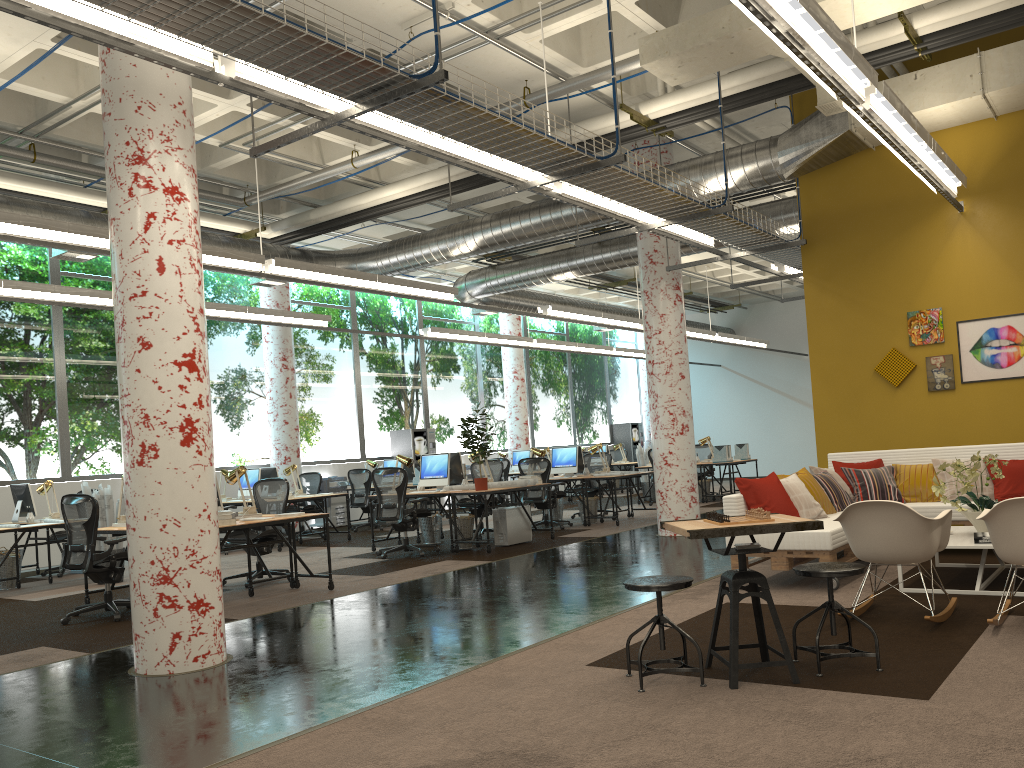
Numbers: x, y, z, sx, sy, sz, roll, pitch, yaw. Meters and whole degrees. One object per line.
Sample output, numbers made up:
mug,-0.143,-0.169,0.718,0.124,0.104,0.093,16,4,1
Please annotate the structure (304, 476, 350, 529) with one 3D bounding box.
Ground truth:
structure,-3.461,2.191,16.778,0.504,1.056,1.057,-5,-3,36

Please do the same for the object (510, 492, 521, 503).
object,0.091,2.504,19.985,0.359,0.434,0.353,-6,-3,33

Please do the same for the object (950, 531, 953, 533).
object,3.254,1.096,6.715,0.160,0.090,0.161,-2,-4,-29

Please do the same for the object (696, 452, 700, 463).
object,3.624,1.439,17.337,0.101,0.209,0.102,-4,-2,-9

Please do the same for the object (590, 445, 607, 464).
object,2.148,1.756,21.876,0.485,0.484,0.189,-6,-3,36

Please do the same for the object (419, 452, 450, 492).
object,-0.967,1.128,11.300,0.485,0.484,0.189,-6,-3,36

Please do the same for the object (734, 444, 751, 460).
object,4.442,1.318,17.116,0.281,0.302,0.150,-6,-3,36

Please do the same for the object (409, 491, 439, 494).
object,-1.103,1.358,11.131,0.440,0.017,0.118,-7,-5,36

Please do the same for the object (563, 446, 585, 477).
object,0.941,1.262,14.443,0.485,0.484,0.189,-6,-3,36

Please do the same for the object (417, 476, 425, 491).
object,-0.851,1.625,11.343,0.850,0.932,0.104,-6,-2,31

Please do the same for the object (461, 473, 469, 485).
object,-0.618,1.268,11.629,0.101,0.209,0.102,-4,-2,-9

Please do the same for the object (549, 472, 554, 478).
object,0.612,1.397,14.108,0.101,0.209,0.102,-4,-2,-9

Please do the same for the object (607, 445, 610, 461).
object,2.251,1.794,22.457,0.485,0.484,0.189,-6,-3,36

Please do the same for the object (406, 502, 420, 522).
object,-1.801,2.316,15.872,0.359,0.434,0.353,-6,-3,33

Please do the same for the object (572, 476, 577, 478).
object,0.960,1.414,13.493,0.059,0.029,0.106,-7,-5,37

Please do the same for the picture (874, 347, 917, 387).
picture,4.036,-0.175,9.330,0.425,0.424,0.047,-6,-2,36

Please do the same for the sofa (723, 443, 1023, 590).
sofa,3.291,1.043,7.403,2.023,0.929,2.855,-7,-5,36

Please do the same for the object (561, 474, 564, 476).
object,0.850,1.523,14.801,0.059,0.029,0.106,-7,-5,37

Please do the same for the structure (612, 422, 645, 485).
structure,3.495,2.068,26.268,0.639,1.808,0.749,-5,-2,36

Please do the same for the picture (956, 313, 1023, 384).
picture,4.814,-0.354,8.773,0.708,0.631,0.018,-6,-2,36

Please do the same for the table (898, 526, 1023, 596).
table,3.499,1.271,6.485,0.987,0.330,1.262,-7,-5,36

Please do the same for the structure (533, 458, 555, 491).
structure,0.827,2.346,22.602,0.504,1.056,1.057,-5,-3,36

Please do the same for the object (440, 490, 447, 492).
object,-0.844,1.318,10.931,0.059,0.029,0.106,-7,-5,37

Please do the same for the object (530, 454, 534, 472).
object,0.326,1.724,19.842,0.485,0.484,0.189,-6,-3,36

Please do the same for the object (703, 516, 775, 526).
object,1.119,0.675,4.382,0.273,0.012,0.274,-4,-4,-4

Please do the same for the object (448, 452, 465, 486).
object,-0.863,1.166,11.881,0.485,0.484,0.189,-6,-3,36

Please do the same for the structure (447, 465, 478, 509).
structure,-1.098,2.276,19.987,0.504,1.056,1.057,-5,-3,36

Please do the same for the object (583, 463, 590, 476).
object,1.186,1.364,14.191,0.101,0.209,0.102,-4,-2,-9

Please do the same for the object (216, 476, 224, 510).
object,-3.086,1.104,8.811,0.485,0.484,0.189,-6,-3,36

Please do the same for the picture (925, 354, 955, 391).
picture,4.393,-0.113,9.082,0.253,0.355,0.027,-6,-2,36

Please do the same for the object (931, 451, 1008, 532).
object,3.436,0.807,6.545,0.787,0.615,0.418,-1,-4,-41

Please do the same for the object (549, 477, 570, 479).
object,0.702,1.454,13.693,0.440,0.017,0.118,-7,-5,36

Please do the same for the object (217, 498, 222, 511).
object,-2.841,1.206,8.559,0.101,0.209,0.102,-4,-2,-9

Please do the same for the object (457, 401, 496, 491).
object,-0.426,0.741,10.613,0.514,1.076,0.438,-5,-2,27

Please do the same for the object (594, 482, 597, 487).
object,2.016,2.573,22.600,0.359,0.434,0.353,-6,-3,33

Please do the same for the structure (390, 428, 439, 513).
structure,-2.038,1.869,18.753,0.639,1.808,0.749,-5,-2,36

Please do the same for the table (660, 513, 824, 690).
table,1.135,1.057,4.368,0.626,0.758,0.617,-4,-3,-4

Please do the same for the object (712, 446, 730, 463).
object,3.843,1.296,16.302,0.281,0.302,0.150,-6,-3,36

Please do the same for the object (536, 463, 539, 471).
object,0.571,1.826,19.590,0.101,0.209,0.102,-4,-2,-9

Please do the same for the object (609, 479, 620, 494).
object,2.487,2.470,21.697,0.359,0.434,0.353,-6,-3,33

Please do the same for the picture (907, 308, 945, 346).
picture,4.276,-0.588,9.155,0.332,0.355,0.027,-6,-2,36

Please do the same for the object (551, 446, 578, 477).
object,0.838,1.224,13.862,0.485,0.484,0.189,-6,-3,36

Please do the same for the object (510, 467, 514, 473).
object,-0.003,1.860,19.506,0.101,0.209,0.102,-4,-2,-9

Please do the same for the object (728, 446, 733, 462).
object,3.930,1.299,16.421,0.281,0.302,0.150,-6,-3,36

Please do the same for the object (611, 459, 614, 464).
object,2.496,1.896,22.205,0.101,0.209,0.102,-4,-2,-9

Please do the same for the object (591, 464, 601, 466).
object,2.012,1.986,21.707,0.440,0.017,0.118,-7,-5,36
